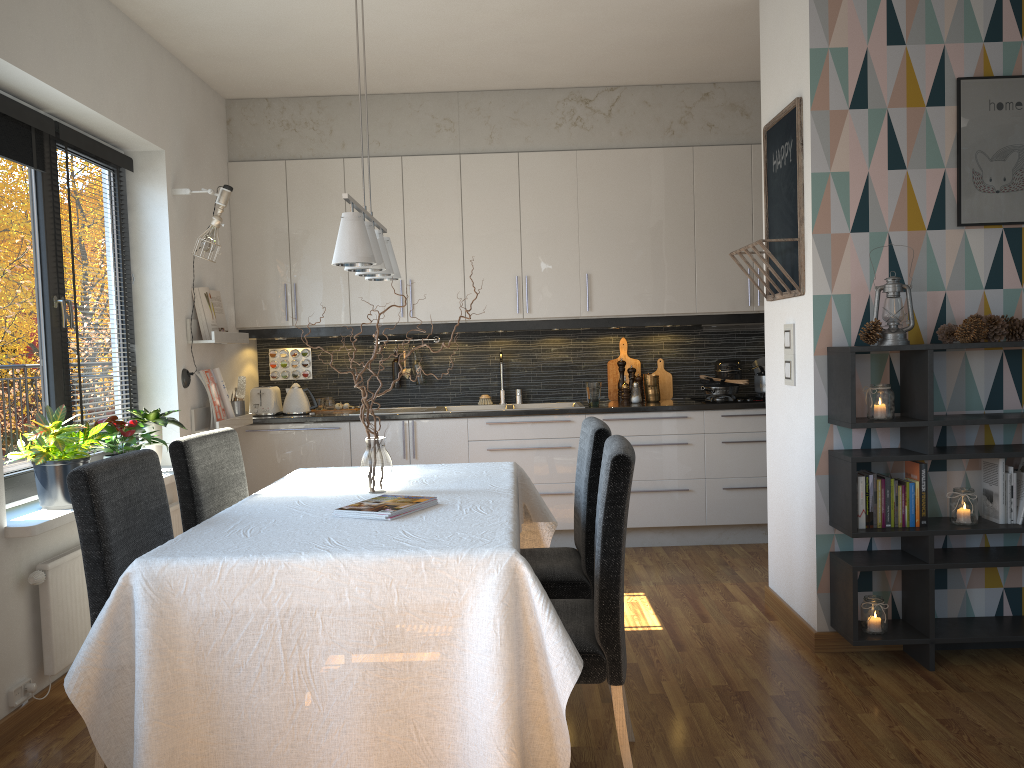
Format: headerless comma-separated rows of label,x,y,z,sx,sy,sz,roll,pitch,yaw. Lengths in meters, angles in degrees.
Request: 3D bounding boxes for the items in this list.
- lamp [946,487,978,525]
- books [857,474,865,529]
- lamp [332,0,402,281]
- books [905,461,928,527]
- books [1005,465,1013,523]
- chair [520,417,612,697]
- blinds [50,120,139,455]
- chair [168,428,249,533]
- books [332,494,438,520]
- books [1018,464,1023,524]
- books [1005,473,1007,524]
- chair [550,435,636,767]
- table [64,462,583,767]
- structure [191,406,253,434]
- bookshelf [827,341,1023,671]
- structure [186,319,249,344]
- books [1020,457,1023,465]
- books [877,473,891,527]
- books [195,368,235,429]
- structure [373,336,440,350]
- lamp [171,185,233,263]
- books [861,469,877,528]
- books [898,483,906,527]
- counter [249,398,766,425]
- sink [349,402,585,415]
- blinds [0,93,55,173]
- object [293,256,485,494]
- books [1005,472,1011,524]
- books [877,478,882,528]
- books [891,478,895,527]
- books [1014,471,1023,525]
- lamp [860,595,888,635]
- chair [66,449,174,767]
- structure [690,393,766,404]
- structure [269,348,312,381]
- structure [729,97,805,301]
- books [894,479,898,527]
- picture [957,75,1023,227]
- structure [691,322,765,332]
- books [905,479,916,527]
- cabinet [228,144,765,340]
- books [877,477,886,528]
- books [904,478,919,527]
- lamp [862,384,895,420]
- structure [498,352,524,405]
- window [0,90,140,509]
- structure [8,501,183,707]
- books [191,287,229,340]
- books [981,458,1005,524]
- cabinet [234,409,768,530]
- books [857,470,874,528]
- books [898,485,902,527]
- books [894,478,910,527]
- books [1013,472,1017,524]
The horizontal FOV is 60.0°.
lamp,1.687,0.457,3.316,0.098,0.131,0.106,0,3,36
books,1.298,0.438,3.351,0.025,0.195,0.126,-2,3,0
lamp,-0.483,-1.003,2.856,0.131,1.285,0.759,-2,3,0
books,1.528,0.410,3.351,0.029,0.236,0.127,-2,3,0
books,1.858,0.411,3.354,0.010,0.212,0.118,-2,3,0
chair,0.095,0.620,3.264,0.545,0.961,0.461,-2,3,0
blinds,-1.877,-0.396,4.066,0.049,1.423,0.710,-2,3,0
chair,-0.890,0.651,3.272,0.545,0.961,0.461,-2,3,5
books,-0.375,0.368,2.661,0.204,0.022,0.278,-1,3,27
books,1.915,0.413,3.329,0.063,0.207,0.118,-2,3,0
books,1.837,0.423,3.356,0.011,0.189,0.119,-2,3,0
chair,0.091,0.649,2.561,0.545,0.961,0.461,-2,3,5
table,-0.433,0.749,2.935,1.235,0.763,1.855,-2,2,1
structure,-1.607,0.183,4.943,0.147,0.129,0.594,-2,2,0
bookshelf,1.830,0.442,3.338,1.189,1.201,0.237,-2,3,0
structure,-1.623,-0.289,4.917,0.147,0.129,0.594,-2,2,0
books,1.934,0.396,3.335,0.081,0.242,0.130,-2,3,0
books,1.398,0.438,3.356,0.021,0.187,0.121,-2,3,0
books,-1.623,0.076,4.876,0.138,0.331,0.283,-2,3,-2
structure,-0.695,-0.270,5.830,0.443,0.081,0.067,-2,3,0
lamp,-1.577,-0.818,4.538,0.312,0.395,0.131,-2,3,5
books,1.350,0.432,3.354,0.014,0.203,0.115,-2,3,0
books,1.456,0.453,3.344,0.013,0.156,0.100,-2,3,0
counter,0.446,0.227,5.582,4.250,0.192,0.622,-2,2,0
sink,-0.267,0.233,5.566,1.421,0.169,0.474,-2,2,0
blinds,-1.900,-0.961,3.288,0.049,0.230,0.710,-2,2,0
object,-0.428,-0.026,2.997,0.615,0.785,0.403,-3,3,-25
books,1.848,0.423,3.349,0.011,0.190,0.119,-2,3,0
books,1.365,0.443,3.349,0.015,0.181,0.116,-2,3,0
books,1.416,0.441,3.355,0.015,0.181,0.116,-2,3,0
books,1.902,0.426,3.332,0.058,0.185,0.119,-2,3,0
lamp,1.363,0.870,3.341,0.098,0.131,0.106,-1,3,14
chair,-0.894,0.680,2.569,0.545,0.961,0.461,-2,3,0
structure,1.496,0.083,5.559,0.662,0.041,0.500,-2,2,0
structure,-1.466,-0.131,5.853,0.279,0.210,0.045,-2,3,0
structure,1.059,-0.746,3.731,0.185,0.776,0.495,-2,3,0
books,1.430,0.444,3.347,0.012,0.175,0.099,-2,3,0
picture,1.881,-0.888,3.377,0.365,0.559,0.014,-2,3,0
structure,1.490,-0.414,5.666,0.623,0.148,0.362,-2,2,0
books,1.488,0.447,3.338,0.022,0.165,0.096,-2,3,0
cabinet,0.409,-0.886,5.598,4.235,1.070,0.457,-2,3,0
books,1.380,0.442,3.350,0.015,0.181,0.116,-2,3,0
books,1.505,0.444,3.338,0.012,0.170,0.096,-2,3,0
lamp,1.365,0.066,3.298,0.106,0.131,0.098,-1,3,13
structure,-0.004,-0.038,5.767,0.167,0.347,0.195,-2,3,-7
window,-1.915,-0.336,3.684,0.119,1.589,1.560,-2,3,0
structure,-1.627,0.834,3.651,0.078,0.460,1.456,-2,2,2
books,-1.645,-0.378,4.900,0.109,0.299,0.364,-2,3,0
books,1.820,0.396,3.354,0.021,0.246,0.130,-2,3,0
cabinet,0.454,0.528,5.311,4.223,0.691,0.040,-2,3,0
books,1.327,0.434,3.354,0.032,0.200,0.123,-2,3,0
books,1.443,0.453,3.342,0.013,0.156,0.100,-2,3,0
books,1.469,0.446,3.344,0.014,0.170,0.109,-2,3,0
books,1.869,0.423,3.350,0.010,0.189,0.119,-2,3,0
